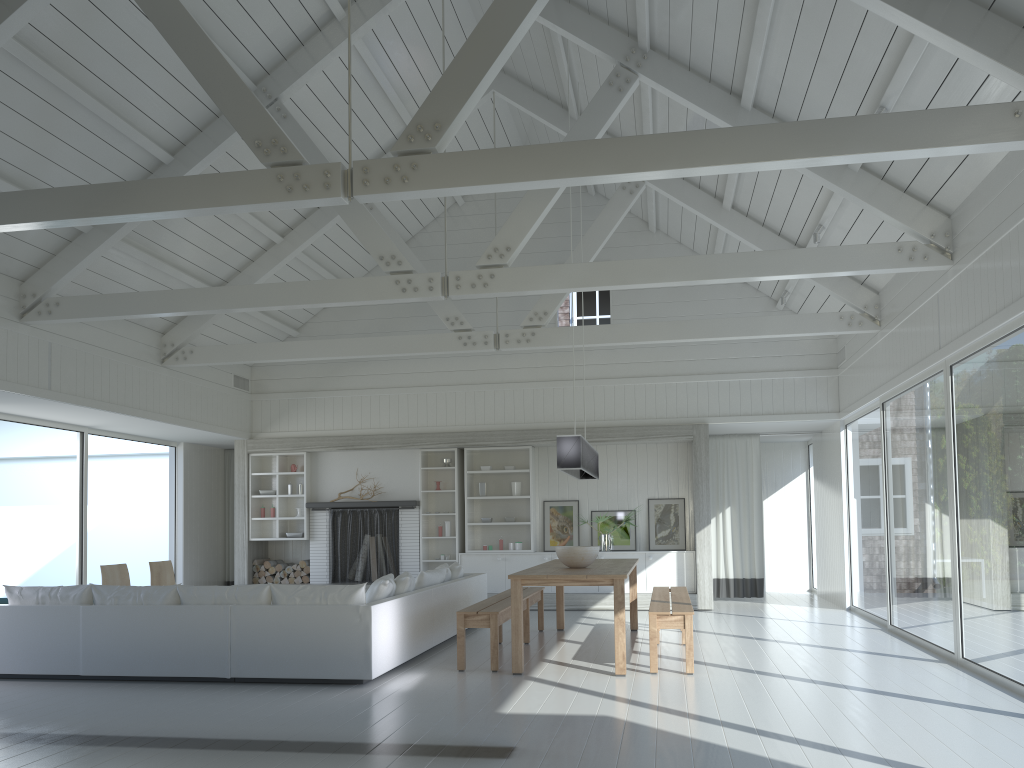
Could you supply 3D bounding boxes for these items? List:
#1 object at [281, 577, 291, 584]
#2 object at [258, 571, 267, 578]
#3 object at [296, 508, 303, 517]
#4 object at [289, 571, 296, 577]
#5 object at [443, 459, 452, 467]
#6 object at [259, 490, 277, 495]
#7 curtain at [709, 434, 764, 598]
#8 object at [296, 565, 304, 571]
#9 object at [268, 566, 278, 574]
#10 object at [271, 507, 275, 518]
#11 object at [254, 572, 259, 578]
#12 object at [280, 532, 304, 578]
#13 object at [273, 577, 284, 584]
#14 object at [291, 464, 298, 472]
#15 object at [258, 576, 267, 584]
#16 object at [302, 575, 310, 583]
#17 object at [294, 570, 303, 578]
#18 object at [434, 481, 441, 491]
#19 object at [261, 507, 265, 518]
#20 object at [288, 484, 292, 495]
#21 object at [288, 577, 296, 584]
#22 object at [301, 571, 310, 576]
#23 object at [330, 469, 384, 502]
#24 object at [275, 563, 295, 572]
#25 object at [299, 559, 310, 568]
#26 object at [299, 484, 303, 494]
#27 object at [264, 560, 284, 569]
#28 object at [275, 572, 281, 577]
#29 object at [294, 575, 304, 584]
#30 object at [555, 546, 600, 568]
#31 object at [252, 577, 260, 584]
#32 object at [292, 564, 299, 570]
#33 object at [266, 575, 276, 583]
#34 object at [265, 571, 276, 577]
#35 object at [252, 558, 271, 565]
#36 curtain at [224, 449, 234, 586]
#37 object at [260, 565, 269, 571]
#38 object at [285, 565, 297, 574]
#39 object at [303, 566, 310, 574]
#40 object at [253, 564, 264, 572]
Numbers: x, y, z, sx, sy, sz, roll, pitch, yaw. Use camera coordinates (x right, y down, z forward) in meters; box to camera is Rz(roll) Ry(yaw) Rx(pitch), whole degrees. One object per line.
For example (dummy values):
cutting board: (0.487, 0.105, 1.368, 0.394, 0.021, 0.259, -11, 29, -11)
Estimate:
object: (-3.179, 2.852, 12.778, 0.134, 0.146, 0.552, -2, -9, 9)
object: (-3.537, 2.757, 12.829, 0.109, 0.109, 0.498, -2, -9, 8)
object: (-3.035, 1.837, 12.581, 0.137, 0.129, 0.138, -1, -6, -3)
object: (-3.089, 2.740, 12.738, 0.080, 0.079, 0.482, -2, -9, 8)
object: (-0.907, 1.108, 12.316, 0.162, 0.123, 0.162, -7, -9, 42)
object: (-3.503, 1.571, 12.694, 0.242, 0.072, 0.245, 0, -9, -5)
curtain: (3.114, 1.902, 12.758, 1.006, 2.357, 0.117, -2, -3, 10)
object: (-2.994, 2.641, 12.726, 0.080, 0.079, 0.482, -2, -9, 8)
object: (-3.385, 2.696, 12.805, 0.109, 0.109, 0.498, -2, -9, 8)
object: (-3.433, 1.822, 12.654, 0.054, 0.195, 0.054, -1, -3, 11)
object: (-3.624, 2.763, 12.831, 0.080, 0.079, 0.482, -2, -9, 8)
object: (-3.151, 2.469, 12.738, 0.341, 0.639, 0.617, 0, -6, -5)
object: (-3.306, 2.823, 12.794, 0.105, 0.114, 0.521, -2, -9, 9)
object: (-3.121, 1.206, 12.618, 0.059, 0.126, 0.233, 2, -8, -35)
object: (-3.518, 2.848, 12.838, 0.134, 0.146, 0.552, -2, -9, 9)
object: (-2.884, 2.804, 12.713, 0.110, 0.110, 0.498, -2, -9, 8)
object: (-3.002, 2.734, 12.736, 0.109, 0.109, 0.498, -2, -9, 8)
object: (-1.034, 1.433, 12.351, 0.137, 0.129, 0.138, 4, -8, -37)
object: (-3.583, 1.828, 12.680, 0.054, 0.195, 0.054, -1, -3, 11)
object: (-3.176, 1.493, 12.625, 0.054, 0.195, 0.054, -1, -3, 11)
object: (-3.085, 2.834, 12.754, 0.108, 0.105, 0.519, -2, -9, 8)
object: (-2.912, 2.720, 12.714, 0.080, 0.079, 0.482, -2, -9, 8)
object: (-2.116, 1.406, 12.300, 0.783, 0.499, 0.461, 2, -6, -20)
object: (-3.284, 2.657, 12.789, 0.109, 0.109, 0.498, -2, -9, 8)
object: (-2.928, 2.592, 12.730, 0.110, 0.110, 0.498, -2, -9, 8)
object: (-3.013, 1.486, 12.596, 0.054, 0.195, 0.054, -1, -3, 11)
object: (-3.456, 2.621, 12.822, 0.110, 0.110, 0.498, -2, -9, 8)
object: (-3.299, 2.749, 12.774, 0.080, 0.079, 0.482, -2, -9, 8)
object: (-2.983, 2.825, 12.745, 0.134, 0.146, 0.552, -2, -9, 9)
object: (0.574, 1.517, 7.722, 0.389, 0.184, 0.393, -1, -8, 1)
object: (-3.620, 2.857, 12.847, 0.108, 0.105, 0.519, -2, -9, 8)
object: (-3.057, 2.633, 12.737, 0.086, 0.091, 0.483, -2, -9, 8)
object: (-3.419, 2.826, 12.806, 0.110, 0.110, 0.498, -2, -9, 8)
object: (-3.447, 2.743, 12.807, 0.080, 0.079, 0.482, -2, -9, 8)
object: (-3.642, 2.586, 12.842, 0.080, 0.079, 0.482, -2, -9, 8)
curtain: (-4.251, 2.195, 13.894, 0.630, 2.357, 0.117, -1, -3, 9)
object: (-3.529, 2.664, 12.819, 0.080, 0.079, 0.482, -2, -9, 8)
object: (-3.132, 2.677, 12.762, 0.109, 0.109, 0.498, -2, -9, 8)
object: (-2.865, 2.668, 12.715, 0.109, 0.109, 0.498, -2, -9, 8)
object: (-3.622, 2.676, 12.848, 0.109, 0.109, 0.498, -2, -9, 8)
